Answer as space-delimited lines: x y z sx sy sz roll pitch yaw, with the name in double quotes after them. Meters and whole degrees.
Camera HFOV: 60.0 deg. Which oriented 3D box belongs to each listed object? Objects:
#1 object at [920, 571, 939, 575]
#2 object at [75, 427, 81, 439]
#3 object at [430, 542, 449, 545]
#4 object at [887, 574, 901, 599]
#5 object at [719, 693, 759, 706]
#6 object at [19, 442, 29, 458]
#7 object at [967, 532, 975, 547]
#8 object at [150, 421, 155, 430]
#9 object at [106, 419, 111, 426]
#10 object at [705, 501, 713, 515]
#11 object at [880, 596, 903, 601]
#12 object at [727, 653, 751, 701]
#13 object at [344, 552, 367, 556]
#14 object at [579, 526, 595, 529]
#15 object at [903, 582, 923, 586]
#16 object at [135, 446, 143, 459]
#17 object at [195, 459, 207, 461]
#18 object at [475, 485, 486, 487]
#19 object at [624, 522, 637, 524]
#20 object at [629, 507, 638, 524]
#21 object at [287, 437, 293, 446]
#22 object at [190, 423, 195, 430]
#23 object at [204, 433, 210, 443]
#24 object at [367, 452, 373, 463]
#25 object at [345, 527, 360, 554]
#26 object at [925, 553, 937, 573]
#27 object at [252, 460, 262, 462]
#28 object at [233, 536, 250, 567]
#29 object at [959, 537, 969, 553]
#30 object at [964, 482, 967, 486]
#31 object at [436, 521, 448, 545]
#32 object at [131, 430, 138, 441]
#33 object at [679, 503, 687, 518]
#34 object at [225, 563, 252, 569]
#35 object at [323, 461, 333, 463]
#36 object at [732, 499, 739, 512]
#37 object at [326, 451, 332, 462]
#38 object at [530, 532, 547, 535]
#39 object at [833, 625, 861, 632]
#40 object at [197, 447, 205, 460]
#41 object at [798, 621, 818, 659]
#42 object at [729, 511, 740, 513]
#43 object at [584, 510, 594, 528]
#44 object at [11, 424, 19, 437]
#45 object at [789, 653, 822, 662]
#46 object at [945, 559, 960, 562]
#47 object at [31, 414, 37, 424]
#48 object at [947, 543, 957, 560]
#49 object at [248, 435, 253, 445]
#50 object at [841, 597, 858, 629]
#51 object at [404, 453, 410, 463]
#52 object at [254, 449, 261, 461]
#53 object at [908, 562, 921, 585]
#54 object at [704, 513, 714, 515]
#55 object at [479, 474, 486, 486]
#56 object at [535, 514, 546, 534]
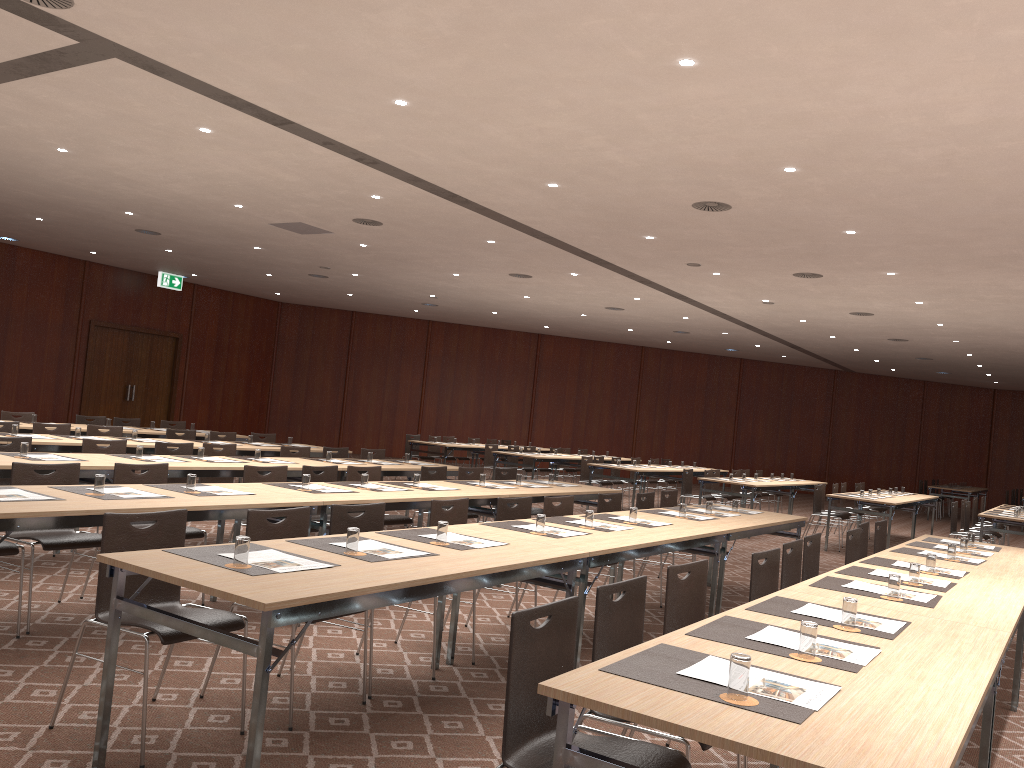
2.518 1.139 5.346 0.102 0.001 0.102 6 -2 -1 "object"
-4.488 0.506 9.169 0.054 0.114 0.054 6 -2 -23 "object"
-0.371 0.818 4.546 0.102 0.001 0.102 5 -2 22 "object"
1.840 0.975 4.272 0.054 0.114 0.054 6 -2 -1 "object"
0.604 0.840 2.360 0.102 0.001 0.102 6 -2 -1 "object"
-3.699 0.500 6.724 0.054 0.114 0.054 6 -2 -23 "object"
3.761 1.276 7.267 0.054 0.114 0.054 6 -2 -1 "object"
-4.935 0.567 12.177 0.054 0.114 0.054 6 -2 -23 "object"
-5.288 0.512 11.620 0.054 0.114 0.054 6 -2 -23 "object"
1.735 1.089 7.801 0.054 0.114 0.054 6 -2 -23 "object"
1.825 1.031 4.263 0.102 0.001 0.102 6 -2 -1 "object"
0.608 0.783 2.375 0.054 0.114 0.054 6 -2 -1 "object"
-0.707 0.764 3.997 0.102 0.001 0.102 5 -2 22 "object"
0.498 0.954 5.896 0.102 0.001 0.102 5 -2 22 "object"
2.177 1.086 4.817 0.102 0.001 0.102 6 -2 -1 "object"
-3.170 0.582 7.545 0.054 0.114 0.054 6 -2 -23 "object"
-2.833 0.693 8.081 0.102 0.001 0.102 5 -2 22 "object"
-0.295 0.960 8.346 0.102 0.001 0.102 5 -2 22 "object"
0.860 1.010 6.441 0.102 0.001 0.102 5 -2 22 "object"
0.882 0.955 6.450 0.054 0.114 0.054 6 -2 -23 "object"
-2.910 0.753 11.627 0.054 0.114 0.054 6 -2 -1 "object"
-4.581 0.622 12.720 0.054 0.114 0.054 6 -2 -1 "object"
-3.618 0.642 10.527 0.054 0.114 0.054 6 -2 -23 "object"
-1.599 0.828 9.990 0.054 0.114 0.054 6 -2 -23 "object"
-0.718 0.706 3.996 0.054 0.114 0.054 6 -2 -23 "object"
2.533 1.084 5.362 0.054 0.114 0.054 6 -2 -1 "object"
-2.480 0.748 8.625 0.102 0.001 0.102 5 -2 22 "object"
-1.055 0.653 3.462 0.054 0.114 0.054 6 -2 -1 "object"
3.422 1.222 6.714 0.054 0.114 0.054 6 -2 -1 "object"
12.626 2.791 24.681 0.054 0.114 0.054 6 -2 -23 "object"
-0.358 0.762 4.546 0.054 0.114 0.054 6 -2 -23 "object"
-4.137 0.561 9.720 0.054 0.114 0.054 6 -2 -23 "object"
1.399 1.036 7.263 0.054 0.114 0.054 6 -2 -23 "object"
-1.066 0.709 3.453 0.102 0.001 0.102 4 -3 44 "object"
-1.958 0.830 9.431 0.102 0.001 0.102 4 -3 44 "object"
2.100 1.145 8.345 0.054 0.114 0.054 6 -2 -1 "object"
-1.946 0.773 9.429 0.054 0.114 0.054 6 -2 -23 "object"
0.158 0.900 5.342 0.102 0.001 0.102 5 -2 22 "object"
1.299 0.948 3.440 0.102 0.001 0.102 6 -2 -1 "object"
-2.835 0.635 8.080 0.054 0.114 0.054 6 -2 -23 "object"
0.970 0.838 2.907 0.054 0.114 0.054 6 -2 -23 "object"
2.086 1.201 8.330 0.102 0.001 0.102 5 -2 22 "object"
0.514 0.898 5.903 0.054 0.114 0.054 6 -2 -23 "object"
-4.837 0.452 8.628 0.054 0.114 0.054 6 -2 -23 "object"
0.959 0.895 2.899 0.102 0.001 0.102 6 -2 -1 "object"
3.054 1.222 6.153 0.102 0.001 0.102 6 -2 -1 "object"
-5.822 0.429 10.804 0.054 0.114 0.054 6 -2 -23 "object"
3.059 1.165 6.167 0.054 0.114 0.054 6 -2 -1 "object"
-3.269 0.698 11.086 0.054 0.114 0.054 6 -2 -23 "object"
1.315 0.893 3.457 0.054 0.114 0.054 6 -2 -23 "object"
-1.246 0.883 10.536 0.054 0.114 0.054 6 -2 -1 "object"
-2.472 0.691 8.620 0.054 0.114 0.054 6 -2 -23 "object"
2.183 1.029 4.810 0.054 0.114 0.054 6 -2 -1 "object"
1.737 1.147 7.797 0.102 0.001 0.102 5 -2 22 "object"
-0.278 0.904 8.352 0.054 0.114 0.054 6 -2 -23 "object"
0.172 0.844 5.352 0.054 0.114 0.054 6 -2 -23 "object"
